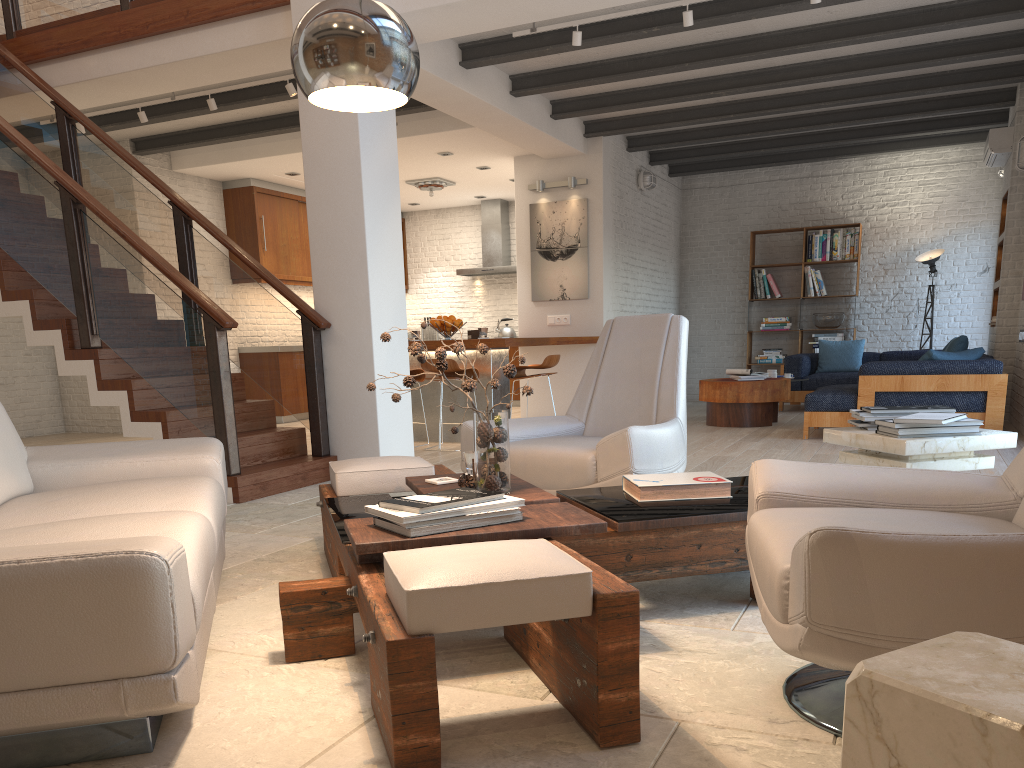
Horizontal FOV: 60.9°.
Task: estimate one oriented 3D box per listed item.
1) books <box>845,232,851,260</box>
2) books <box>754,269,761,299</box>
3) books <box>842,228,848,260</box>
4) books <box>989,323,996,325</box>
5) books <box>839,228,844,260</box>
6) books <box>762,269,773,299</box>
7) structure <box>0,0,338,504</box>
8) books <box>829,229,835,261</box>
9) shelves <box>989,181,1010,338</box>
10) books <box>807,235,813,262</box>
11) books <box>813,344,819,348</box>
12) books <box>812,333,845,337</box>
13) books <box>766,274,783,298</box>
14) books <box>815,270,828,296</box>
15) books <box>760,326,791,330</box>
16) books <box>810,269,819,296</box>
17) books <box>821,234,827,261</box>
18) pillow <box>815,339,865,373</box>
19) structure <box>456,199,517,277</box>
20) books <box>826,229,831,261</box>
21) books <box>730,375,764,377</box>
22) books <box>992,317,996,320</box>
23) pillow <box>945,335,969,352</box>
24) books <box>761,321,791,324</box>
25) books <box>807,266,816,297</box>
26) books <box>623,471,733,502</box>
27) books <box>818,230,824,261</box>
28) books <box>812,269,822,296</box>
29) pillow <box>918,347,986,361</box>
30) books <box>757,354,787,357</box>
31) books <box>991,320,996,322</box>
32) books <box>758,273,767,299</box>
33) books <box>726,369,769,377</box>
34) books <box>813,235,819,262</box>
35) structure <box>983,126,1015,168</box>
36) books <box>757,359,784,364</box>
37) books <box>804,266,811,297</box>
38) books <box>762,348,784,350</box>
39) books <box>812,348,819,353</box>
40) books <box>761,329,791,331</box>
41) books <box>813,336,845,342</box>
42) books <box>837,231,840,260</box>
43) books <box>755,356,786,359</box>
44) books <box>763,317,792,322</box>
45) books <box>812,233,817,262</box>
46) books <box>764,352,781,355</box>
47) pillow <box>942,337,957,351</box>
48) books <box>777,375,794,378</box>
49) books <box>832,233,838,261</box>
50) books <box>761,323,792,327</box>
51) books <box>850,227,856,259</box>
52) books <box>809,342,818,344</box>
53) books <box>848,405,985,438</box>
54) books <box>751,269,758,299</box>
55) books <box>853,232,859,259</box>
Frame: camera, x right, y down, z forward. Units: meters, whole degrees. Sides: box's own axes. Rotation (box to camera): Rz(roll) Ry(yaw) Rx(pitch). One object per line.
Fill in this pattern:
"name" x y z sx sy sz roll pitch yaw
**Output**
"books" 4.232 -1.721 10.954 0.055 0.339 0.248 4 11 25
"books" 3.258 -1.311 11.502 0.091 0.396 0.237 4 11 25
"books" 4.191 -1.749 10.972 0.036 0.395 0.237 4 12 25
"books" 4.857 -0.600 8.685 0.161 0.017 0.247 0 3 35
"books" 4.163 -1.749 10.999 0.036 0.395 0.237 4 12 25
"books" 3.351 -1.309 11.448 0.121 0.393 0.237 4 11 25
"structure" -1.405 -1.476 6.291 10.129 4.258 13.536 0 4 25
"books" 4.053 -1.748 11.034 0.036 0.395 0.237 4 12 25
"shelves" 4.883 -1.184 8.551 0.191 1.470 0.746 4 12 25
"books" 3.826 -1.719 11.153 0.055 0.339 0.248 4 11 25
"books" 4.071 -0.496 11.294 0.326 0.057 0.248 -1 3 19
"books" 4.097 -0.631 11.279 0.379 0.037 0.238 0 3 24
"books" 3.445 -1.280 11.437 0.194 0.328 0.248 3 10 24
"books" 3.968 -1.287 11.176 0.157 0.339 0.248 3 10 25
"books" 3.483 -0.742 11.515 0.379 0.037 0.238 -1 3 20
"books" 3.906 -1.296 11.207 0.124 0.359 0.264 4 11 25
"books" 3.982 -1.720 11.083 0.055 0.339 0.248 4 11 25
"pillow" 3.950 -0.335 10.477 0.554 0.421 0.217 1 11 23
"structure" -0.258 -2.053 12.209 0.983 1.023 0.444 2 12 24
"books" 4.016 -1.747 11.040 0.036 0.395 0.237 4 12 25
"books" 2.353 -0.082 8.732 0.252 0.011 0.310 -2 3 -1
"books" 4.861 -0.653 8.664 0.132 0.035 0.202 1 4 35
"pillow" 4.226 -0.257 8.358 0.254 0.428 1.183 3 6 24
"books" 3.495 -0.808 11.508 0.355 0.021 0.266 -1 3 23
"books" 3.853 -1.312 11.216 0.103 0.395 0.237 4 11 25
"books" 0.578 0.361 3.082 0.326 0.058 0.248 -2 3 -5
"books" 3.932 -1.747 11.083 0.036 0.395 0.237 4 12 25
"books" 3.930 -1.296 11.206 0.124 0.359 0.264 4 11 25
"pillow" 3.575 -0.131 7.225 0.562 0.338 0.367 -3 7 -15
"books" 3.468 -0.381 11.610 0.379 0.019 0.238 -1 3 17
"books" 4.858 -0.626 8.665 0.170 0.019 0.231 0 3 27
"books" 3.314 -1.287 11.503 0.102 0.344 0.248 4 11 25
"books" 2.375 -0.100 8.804 0.270 0.112 0.317 -4 5 -33
"books" 3.889 -1.718 11.105 0.055 0.339 0.248 4 11 25
"structure" 4.675 -2.267 8.393 0.199 0.225 0.796 2 5 25
"books" 3.475 -0.306 11.626 0.324 0.057 0.250 0 4 34
"books" 3.829 -1.313 11.252 0.101 0.395 0.237 4 11 25
"books" 3.471 -0.461 11.600 0.251 0.017 0.158 0 3 24
"books" 4.102 -0.436 11.307 0.380 0.066 0.238 -1 4 11
"books" 3.495 -0.713 11.524 0.355 0.021 0.266 0 3 25
"books" 4.104 -0.580 11.293 0.379 0.066 0.238 -1 4 19
"books" 4.131 -1.735 11.002 0.020 0.370 0.264 4 11 25
"books" 3.458 -0.353 11.631 0.379 0.037 0.238 0 3 24
"books" 3.500 -0.847 11.494 0.325 0.057 0.249 0 4 27
"books" 3.860 -1.733 11.133 0.020 0.370 0.264 4 11 25
"books" 3.475 -0.408 11.625 0.205 0.035 0.129 0 4 24
"pillow" 4.800 -0.307 9.552 0.242 0.409 1.080 3 6 24
"books" 3.001 -0.084 9.736 0.230 0.023 0.159 -3 3 -17
"books" 4.091 -1.720 11.007 0.055 0.339 0.248 4 11 25
"books" 3.489 -0.778 11.496 0.379 0.037 0.238 -1 3 18
"books" 4.277 -1.750 10.933 0.036 0.395 0.237 4 12 25
"books" 4.090 -0.536 11.290 0.443 0.021 0.266 0 3 24
"books" 1.563 0.145 3.366 0.389 0.081 0.554 -1 3 9
"books" 3.221 -1.310 11.510 0.091 0.396 0.237 4 11 25
"books" 4.329 -1.723 10.934 0.055 0.339 0.248 4 11 25
